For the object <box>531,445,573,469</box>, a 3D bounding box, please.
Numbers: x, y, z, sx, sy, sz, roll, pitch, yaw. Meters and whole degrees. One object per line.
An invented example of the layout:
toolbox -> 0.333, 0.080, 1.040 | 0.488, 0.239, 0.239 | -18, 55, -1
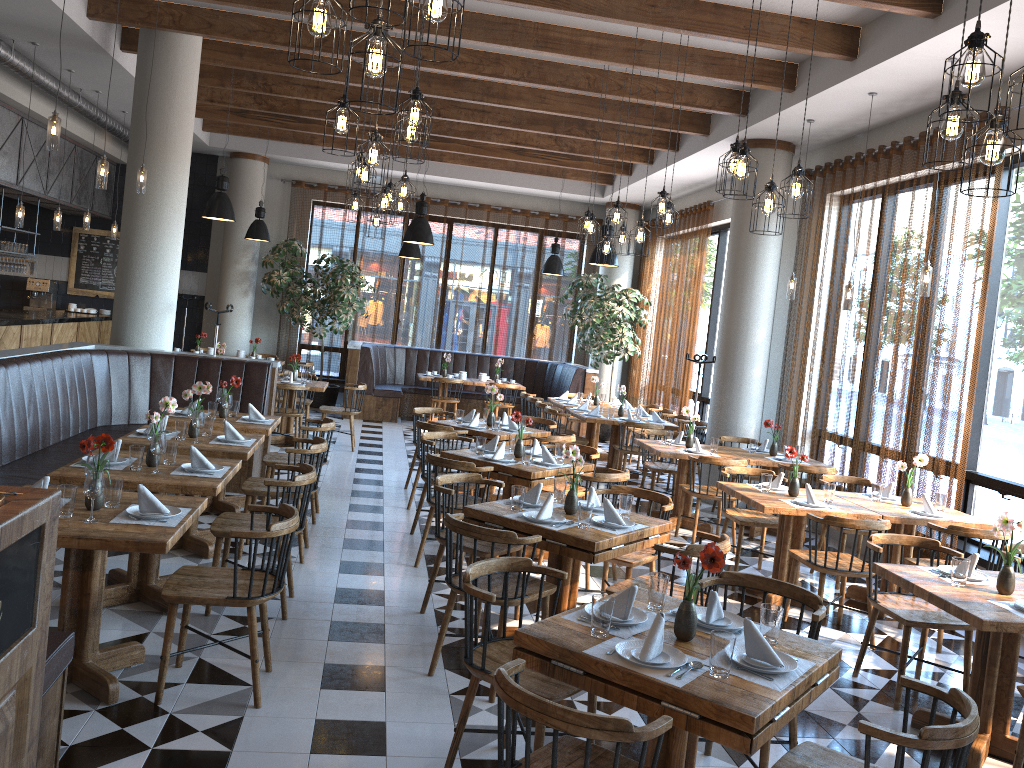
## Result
object -> 0.272, 0.532, 6.633 | 0.273, 0.137, 0.352 | 9, 5, 36

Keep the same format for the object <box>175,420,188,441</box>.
object -> -2.230, 0.311, 5.968 | 0.080, 0.132, 0.080 | 6, 2, -9

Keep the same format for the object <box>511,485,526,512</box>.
object -> 0.031, 0.633, 4.895 | 0.080, 0.132, 0.080 | 6, 2, 6

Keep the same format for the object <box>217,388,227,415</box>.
object -> -2.426, 0.146, 7.395 | 0.081, 0.215, 0.081 | 5, 3, -40

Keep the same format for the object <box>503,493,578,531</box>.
object -> 0.175, 0.658, 4.731 | 0.353, 0.137, 0.271 | 9, 5, 36

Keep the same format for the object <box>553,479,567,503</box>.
object -> 0.282, 0.634, 5.257 | 0.080, 0.132, 0.080 | 6, 2, 6

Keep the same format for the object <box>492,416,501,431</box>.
object -> -0.150, 0.372, 8.257 | 0.080, 0.132, 0.080 | 4, 3, -44

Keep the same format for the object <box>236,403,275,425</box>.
object -> -2.090, 0.231, 7.260 | 0.271, 0.137, 0.353 | 6, 4, -9

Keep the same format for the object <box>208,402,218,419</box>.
object -> -2.394, 0.213, 7.082 | 0.080, 0.132, 0.080 | 6, 2, -9

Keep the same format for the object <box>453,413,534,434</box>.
object -> -0.177, 0.356, 8.405 | 0.579, 0.137, 0.581 | 9, 5, 36

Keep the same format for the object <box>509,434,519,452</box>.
object -> 0.011, 0.473, 7.094 | 0.080, 0.132, 0.080 | 6, 2, 6

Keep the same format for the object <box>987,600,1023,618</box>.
object -> 2.377, 0.952, 3.954 | 0.351, 0.137, 0.272 | 6, 4, -9

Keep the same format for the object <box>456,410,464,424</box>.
object -> -0.502, 0.316, 8.503 | 0.080, 0.132, 0.080 | 4, 3, -44

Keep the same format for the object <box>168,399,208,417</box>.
object -> -2.608, 0.180, 7.190 | 0.271, 0.137, 0.353 | 6, 4, -9

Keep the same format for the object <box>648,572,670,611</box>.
object -> 0.557, 0.798, 3.396 | 0.080, 0.132, 0.080 | 6, 2, 6

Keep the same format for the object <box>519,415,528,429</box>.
object -> 0.106, 0.374, 8.608 | 0.080, 0.132, 0.080 | 5, 3, -34

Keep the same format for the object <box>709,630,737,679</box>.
object -> 0.658, 0.852, 2.788 | 0.080, 0.132, 0.080 | 7, 2, 16

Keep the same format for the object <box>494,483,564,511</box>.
object -> 0.113, 0.625, 5.104 | 0.273, 0.137, 0.352 | 9, 5, 36

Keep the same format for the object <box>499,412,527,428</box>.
object -> -0.049, 0.343, 8.778 | 0.353, 0.137, 0.271 | 9, 5, 36

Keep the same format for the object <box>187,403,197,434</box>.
object -> -2.261, 0.244, 6.281 | 0.081, 0.215, 0.081 | 8, 3, 45

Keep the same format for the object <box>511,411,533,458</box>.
object -> 0.049, 0.385, 6.819 | 0.156, 0.355, 0.171 | 4, 3, -44

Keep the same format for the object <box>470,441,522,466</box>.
object -> -0.100, 0.496, 6.573 | 0.353, 0.137, 0.271 | 9, 5, 36

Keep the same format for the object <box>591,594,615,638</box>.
object -> 0.307, 0.797, 3.034 | 0.080, 0.132, 0.080 | 7, 2, 16

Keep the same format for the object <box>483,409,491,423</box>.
object -> -0.251, 0.317, 8.864 | 0.080, 0.132, 0.080 | 5, 3, -34

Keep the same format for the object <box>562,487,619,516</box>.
object -> 0.485, 0.660, 5.164 | 0.353, 0.137, 0.271 | 9, 5, 36

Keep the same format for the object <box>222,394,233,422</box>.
object -> -2.261, 0.190, 7.025 | 0.081, 0.215, 0.081 | 6, 2, 0

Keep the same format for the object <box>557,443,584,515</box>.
object -> 0.323, 0.526, 4.952 | 0.146, 0.399, 0.207 | 6, 2, 3

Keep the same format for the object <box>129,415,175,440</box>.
object -> -2.444, 0.278, 6.080 | 0.271, 0.137, 0.353 | 6, 4, -9

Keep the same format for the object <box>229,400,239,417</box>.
object -> -2.305, 0.205, 7.333 | 0.080, 0.132, 0.080 | 5, 3, -24

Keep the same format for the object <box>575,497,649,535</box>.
object -> 0.547, 0.694, 4.791 | 0.273, 0.137, 0.352 | 9, 5, 36

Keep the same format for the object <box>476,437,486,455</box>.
object -> -0.240, 0.472, 6.732 | 0.080, 0.132, 0.080 | 6, 2, -4

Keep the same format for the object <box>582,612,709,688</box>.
object -> 0.453, 0.822, 2.870 | 0.353, 0.137, 0.271 | 9, 5, 36

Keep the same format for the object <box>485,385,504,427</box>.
object -> -0.184, 0.210, 8.588 | 0.207, 0.399, 0.146 | 7, 2, 11

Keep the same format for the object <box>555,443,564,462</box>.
object -> 0.368, 0.530, 6.838 | 0.080, 0.132, 0.080 | 6, 2, -4

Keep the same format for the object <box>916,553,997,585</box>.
object -> 2.293, 0.905, 4.480 | 0.351, 0.137, 0.272 | 6, 4, -9

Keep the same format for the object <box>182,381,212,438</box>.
object -> -2.176, 0.174, 6.087 | 0.206, 0.399, 0.146 | 6, 2, -6

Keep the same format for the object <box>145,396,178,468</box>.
object -> -1.988, 0.272, 5.006 | 0.146, 0.399, 0.207 | 6, 2, -1

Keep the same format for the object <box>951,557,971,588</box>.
object -> 2.155, 0.908, 4.266 | 0.080, 0.132, 0.080 | 5, 3, -24

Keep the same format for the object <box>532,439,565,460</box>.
object -> 0.210, 0.498, 7.005 | 0.353, 0.137, 0.271 | 9, 5, 36

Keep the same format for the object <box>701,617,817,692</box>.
object -> 0.825, 0.858, 2.930 | 0.273, 0.137, 0.352 | 9, 5, 36

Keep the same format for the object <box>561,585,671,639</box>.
object -> 0.392, 0.788, 3.243 | 0.273, 0.137, 0.352 | 9, 5, 36

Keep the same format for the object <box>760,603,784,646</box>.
object -> 0.915, 0.855, 3.139 | 0.080, 0.132, 0.080 | 5, 3, -34

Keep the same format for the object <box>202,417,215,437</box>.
object -> -2.144, 0.301, 6.245 | 0.080, 0.132, 0.080 | 6, 2, -4

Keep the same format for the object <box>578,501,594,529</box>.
object -> 0.383, 0.689, 4.649 | 0.080, 0.132, 0.080 | 6, 2, 6

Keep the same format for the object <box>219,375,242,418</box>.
object -> -2.295, 0.103, 7.201 | 0.171, 0.355, 0.156 | 6, 2, -6

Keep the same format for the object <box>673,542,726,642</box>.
object -> 0.643, 0.719, 3.058 | 0.171, 0.355, 0.156 | 8, 3, 38

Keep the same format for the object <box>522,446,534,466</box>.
object -> 0.112, 0.528, 6.487 | 0.080, 0.132, 0.080 | 6, 2, -4

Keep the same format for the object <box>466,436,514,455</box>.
object -> -0.162, 0.462, 6.945 | 0.273, 0.137, 0.352 | 9, 5, 36

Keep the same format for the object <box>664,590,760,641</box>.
object -> 0.764, 0.824, 3.303 | 0.353, 0.137, 0.271 | 9, 5, 36

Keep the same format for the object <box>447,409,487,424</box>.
object -> -0.421, 0.307, 8.718 | 0.273, 0.137, 0.352 | 9, 5, 36

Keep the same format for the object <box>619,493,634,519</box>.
object -> 0.639, 0.691, 5.000 | 0.080, 0.132, 0.080 | 6, 2, 6
